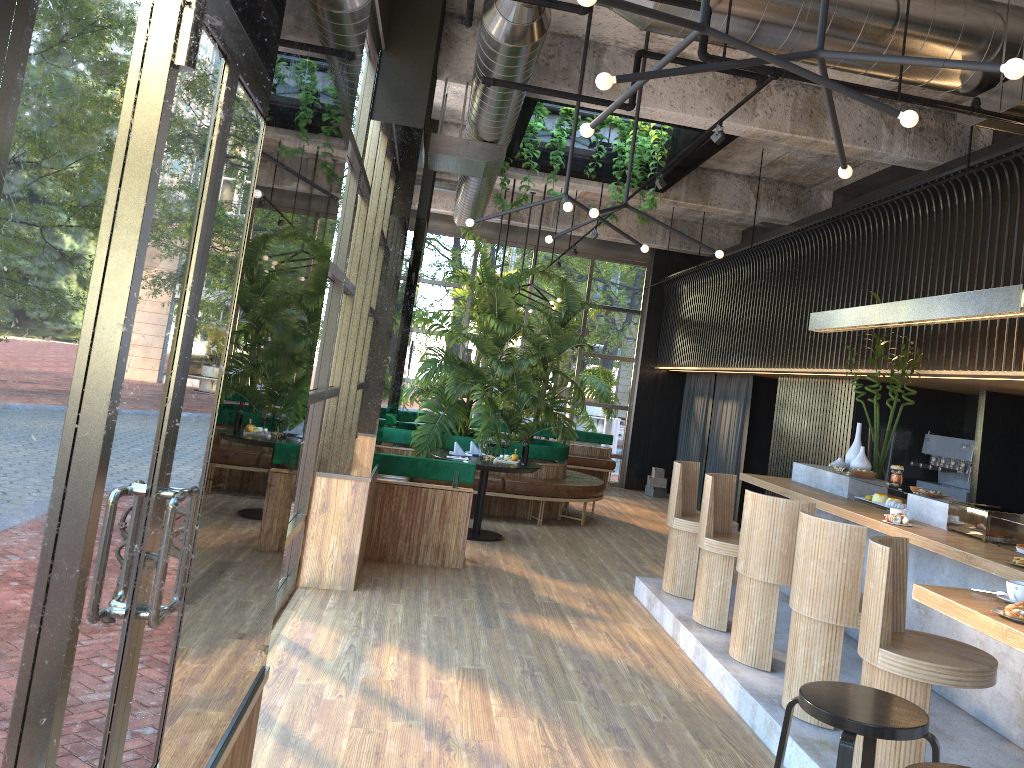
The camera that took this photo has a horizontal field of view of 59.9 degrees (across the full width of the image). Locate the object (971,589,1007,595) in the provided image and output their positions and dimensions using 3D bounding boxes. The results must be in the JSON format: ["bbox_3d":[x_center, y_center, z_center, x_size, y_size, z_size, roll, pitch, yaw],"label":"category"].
[{"bbox_3d":[1.718,0.749,3.197,0.030,0.027,0.130,9,0,-29],"label":"object"}]

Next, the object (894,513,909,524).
[{"bbox_3d":[2.260,0.782,5.171,0.072,0.060,0.125,9,-1,-38],"label":"object"}]

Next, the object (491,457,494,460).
[{"bbox_3d":[-0.195,0.740,8.810,0.032,0.031,0.039,7,-2,18],"label":"object"}]

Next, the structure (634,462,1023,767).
[{"bbox_3d":[4.290,1.279,4.339,5.920,1.737,7.012,8,0,-7],"label":"structure"}]

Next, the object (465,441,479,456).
[{"bbox_3d":[-0.361,0.666,9.152,0.240,0.139,0.225,8,-1,-23],"label":"object"}]

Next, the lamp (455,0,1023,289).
[{"bbox_3d":[1.038,-2.054,9.349,3.842,1.537,9.860,8,0,-8],"label":"lamp"}]

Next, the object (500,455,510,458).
[{"bbox_3d":[-0.035,0.737,8.950,0.195,0.038,0.063,8,-1,26],"label":"object"}]

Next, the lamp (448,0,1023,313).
[{"bbox_3d":[2.387,-1.673,5.287,5.152,1.830,18.604,8,1,-6],"label":"lamp"}]

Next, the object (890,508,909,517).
[{"bbox_3d":[2.356,0.787,5.372,0.137,0.064,0.107,8,-1,-28],"label":"object"}]

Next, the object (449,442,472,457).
[{"bbox_3d":[-0.503,0.650,8.804,0.240,0.139,0.225,8,-1,-23],"label":"object"}]

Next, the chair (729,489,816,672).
[{"bbox_3d":[1.606,1.150,5.277,0.536,0.974,0.556,7,-4,16],"label":"chair"}]

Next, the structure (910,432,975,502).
[{"bbox_3d":[4.141,1.280,8.402,0.556,1.603,0.824,8,-4,-7],"label":"structure"}]

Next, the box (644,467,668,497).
[{"bbox_3d":[2.309,1.564,14.147,0.340,0.444,0.272,9,-3,-19],"label":"box"}]

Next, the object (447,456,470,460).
[{"bbox_3d":[-0.499,0.709,8.545,0.258,0.019,0.155,7,1,-8],"label":"object"}]

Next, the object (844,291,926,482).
[{"bbox_3d":[2.837,0.091,6.781,0.648,1.558,0.603,5,-5,31],"label":"object"}]

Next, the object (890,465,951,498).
[{"bbox_3d":[2.627,0.635,5.868,0.211,0.135,0.797,8,0,1],"label":"object"}]

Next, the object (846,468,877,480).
[{"bbox_3d":[2.544,0.649,6.475,0.191,0.073,0.228,8,0,13],"label":"object"}]

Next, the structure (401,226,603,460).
[{"bbox_3d":[-0.173,-0.185,11.206,2.500,3.455,2.581,9,-3,-22],"label":"structure"}]

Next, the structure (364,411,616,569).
[{"bbox_3d":[1.825,1.042,4.799,6.108,1.554,19.795,8,1,-6],"label":"structure"}]

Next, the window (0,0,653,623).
[{"bbox_3d":[1.064,-1.562,4.802,4.193,6.519,20.038,8,0,-5],"label":"window"}]

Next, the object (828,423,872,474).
[{"bbox_3d":[2.611,0.493,6.736,0.306,0.399,0.328,5,-3,41],"label":"object"}]

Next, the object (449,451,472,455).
[{"bbox_3d":[-0.532,0.699,9.045,0.244,0.019,0.164,8,1,43],"label":"object"}]

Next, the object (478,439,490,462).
[{"bbox_3d":[-0.272,0.643,8.578,0.102,0.210,0.108,6,-4,27],"label":"object"}]

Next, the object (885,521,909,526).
[{"bbox_3d":[2.241,0.807,5.159,0.118,0.005,0.124,8,1,32],"label":"object"}]

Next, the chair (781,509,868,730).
[{"bbox_3d":[1.674,1.167,4.475,0.523,0.974,0.568,5,-5,43],"label":"chair"}]

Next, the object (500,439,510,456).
[{"bbox_3d":[-0.076,0.667,9.079,0.105,0.202,0.099,9,-4,-18],"label":"object"}]

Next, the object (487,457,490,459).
[{"bbox_3d":[-0.241,0.740,8.864,0.033,0.019,0.037,8,-1,5],"label":"object"}]

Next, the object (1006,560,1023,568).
[{"bbox_3d":[2.345,0.831,4.066,0.156,0.013,0.143,7,1,-36],"label":"object"}]

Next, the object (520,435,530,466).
[{"bbox_3d":[0.135,0.649,8.751,0.067,0.301,0.069,7,-4,9],"label":"object"}]

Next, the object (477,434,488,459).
[{"bbox_3d":[-0.291,0.620,8.743,0.095,0.246,0.089,10,-4,-24],"label":"object"}]

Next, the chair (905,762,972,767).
[{"bbox_3d":[1.161,1.407,2.251,0.527,0.700,0.500,9,-3,-17],"label":"chair"}]

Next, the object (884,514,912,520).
[{"bbox_3d":[2.331,0.812,5.368,0.163,0.020,0.157,7,1,-11],"label":"object"}]

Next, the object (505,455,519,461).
[{"bbox_3d":[0.005,0.730,8.856,0.099,0.065,0.162,8,-1,-36],"label":"object"}]

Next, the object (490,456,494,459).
[{"bbox_3d":[-0.202,0.738,8.900,0.033,0.032,0.037,8,-2,-9],"label":"object"}]

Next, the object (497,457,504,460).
[{"bbox_3d":[-0.102,0.742,8.837,0.102,0.013,0.219,8,1,-1],"label":"object"}]

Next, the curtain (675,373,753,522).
[{"bbox_3d":[2.893,0.832,13.120,0.123,2.068,3.222,8,-1,-5],"label":"curtain"}]

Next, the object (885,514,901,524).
[{"bbox_3d":[2.209,0.776,5.148,0.062,0.059,0.072,8,-2,-16],"label":"object"}]

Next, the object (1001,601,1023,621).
[{"bbox_3d":[1.665,0.734,2.848,0.156,0.053,0.159,8,0,37],"label":"object"}]

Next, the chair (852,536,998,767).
[{"bbox_3d":[1.729,1.182,3.717,0.524,0.974,0.568,5,-4,40],"label":"chair"}]

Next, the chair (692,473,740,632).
[{"bbox_3d":[1.524,1.132,6.011,0.567,0.974,0.524,10,-4,-32],"label":"chair"}]

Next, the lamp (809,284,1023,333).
[{"bbox_3d":[4.245,-1.273,4.625,5.068,2.141,6.598,8,0,-13],"label":"lamp"}]

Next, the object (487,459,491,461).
[{"bbox_3d":[-0.228,0.746,8.764,0.063,0.013,0.145,7,1,-11],"label":"object"}]

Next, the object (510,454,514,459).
[{"bbox_3d":[0.014,0.745,9.056,0.059,0.072,0.206,8,0,-15],"label":"object"}]

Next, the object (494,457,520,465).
[{"bbox_3d":[-0.048,0.765,8.849,0.238,0.019,0.353,8,1,3],"label":"object"}]

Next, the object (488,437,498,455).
[{"bbox_3d":[-0.208,0.650,9.098,0.105,0.202,0.099,9,-4,-18],"label":"object"}]

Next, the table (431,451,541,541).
[{"bbox_3d":[-0.306,1.121,8.774,1.143,0.754,1.052,8,-1,-38],"label":"table"}]

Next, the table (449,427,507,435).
[{"bbox_3d":[-0.652,1.036,12.651,1.137,0.754,1.058,8,-1,-27],"label":"table"}]

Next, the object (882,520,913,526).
[{"bbox_3d":[2.241,0.810,5.163,0.166,0.005,0.167,8,1,5],"label":"object"}]

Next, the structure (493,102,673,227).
[{"bbox_3d":[0.926,-2.481,10.080,2.112,1.524,1.445,7,-2,21],"label":"structure"}]

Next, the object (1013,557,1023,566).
[{"bbox_3d":[2.349,0.816,4.070,0.093,0.041,0.146,7,0,27],"label":"object"}]

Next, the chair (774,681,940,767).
[{"bbox_3d":[1.105,1.393,2.887,0.524,0.700,0.503,8,-3,-12],"label":"chair"}]

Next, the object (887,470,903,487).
[{"bbox_3d":[2.638,0.648,6.123,0.086,0.107,0.159,6,-2,39],"label":"object"}]

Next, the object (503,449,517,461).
[{"bbox_3d":[-0.011,0.699,8.764,0.144,0.124,0.096,8,-3,-26],"label":"object"}]

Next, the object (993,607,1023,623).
[{"bbox_3d":[1.657,0.752,2.853,0.199,0.013,0.212,8,1,29],"label":"object"}]

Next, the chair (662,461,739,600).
[{"bbox_3d":[1.454,1.114,6.806,0.546,0.974,0.545,8,-3,3],"label":"chair"}]

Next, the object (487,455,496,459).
[{"bbox_3d":[-0.212,0.738,8.961,0.098,0.028,0.128,8,0,8],"label":"object"}]

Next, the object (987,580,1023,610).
[{"bbox_3d":[1.691,0.725,2.995,0.176,0.073,0.429,7,0,29],"label":"object"}]
